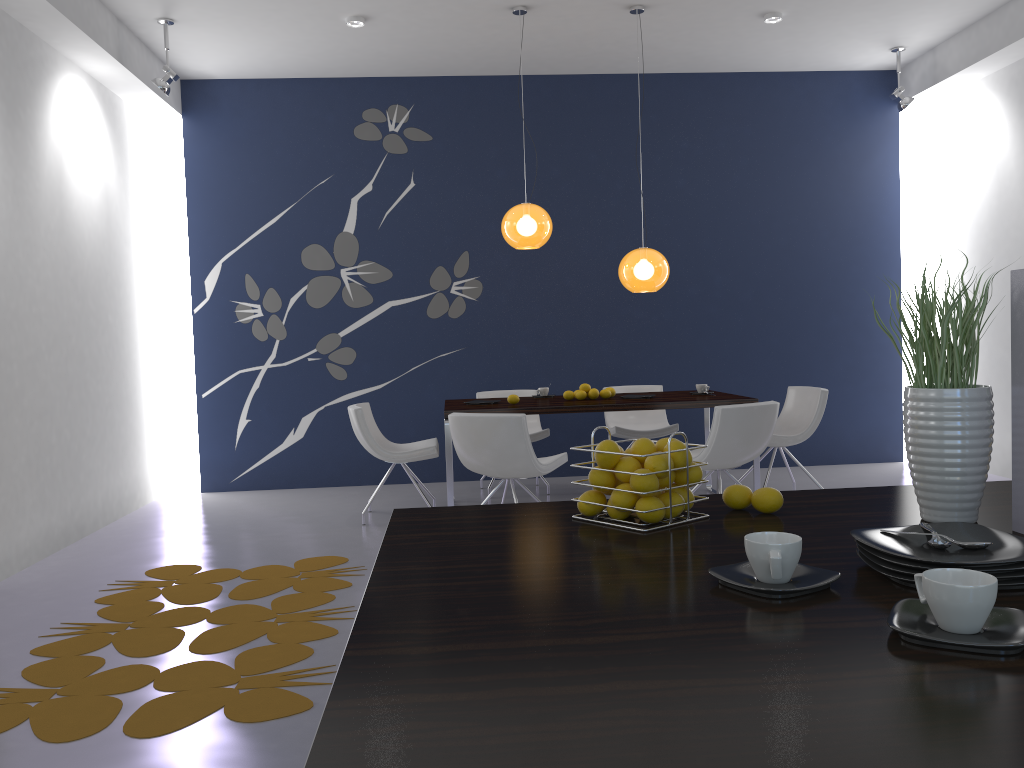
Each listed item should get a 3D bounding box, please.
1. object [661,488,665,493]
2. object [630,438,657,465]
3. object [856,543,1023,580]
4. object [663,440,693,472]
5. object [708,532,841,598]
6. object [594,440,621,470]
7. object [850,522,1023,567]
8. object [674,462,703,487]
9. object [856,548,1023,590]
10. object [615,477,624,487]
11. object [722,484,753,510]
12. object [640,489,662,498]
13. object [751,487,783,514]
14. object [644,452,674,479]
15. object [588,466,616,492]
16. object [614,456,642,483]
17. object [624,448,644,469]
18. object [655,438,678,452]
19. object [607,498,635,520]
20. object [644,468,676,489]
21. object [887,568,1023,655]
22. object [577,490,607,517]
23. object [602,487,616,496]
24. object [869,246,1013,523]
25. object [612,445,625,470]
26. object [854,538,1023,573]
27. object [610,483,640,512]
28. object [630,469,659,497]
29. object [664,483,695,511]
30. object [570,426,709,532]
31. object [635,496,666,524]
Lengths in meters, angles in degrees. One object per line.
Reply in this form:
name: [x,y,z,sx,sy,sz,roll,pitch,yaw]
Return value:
object: [0.283,0.228,1.787,0.064,0.063,0.074,-1,3,17]
object: [0.257,0.132,1.737,0.051,0.053,0.063,-2,3,-2]
object: [0.632,0.254,1.280,0.232,0.020,0.232,-2,3,5]
object: [0.319,0.138,1.708,0.052,0.060,0.057,-3,3,-16]
object: [0.368,0.250,1.251,0.153,0.069,0.153,-4,3,-30]
object: [0.185,0.137,1.714,0.050,0.060,0.059,-2,3,-4]
object: [0.805,0.168,1.209,0.646,0.147,0.269,-1,3,21]
object: [0.341,0.176,1.730,0.053,0.051,0.063,-4,3,-35]
object: [0.633,0.264,1.281,0.232,0.020,0.232,-2,3,5]
object: [0.228,0.193,1.770,0.051,0.053,0.062,-2,3,4]
object: [0.456,0.228,1.789,0.063,0.051,0.053,-2,3,0]
object: [0.267,0.225,1.747,0.057,0.060,0.052,-2,3,2]
object: [0.501,0.229,1.743,0.053,0.051,0.063,-4,3,-35]
object: [0.278,0.154,1.674,0.053,0.051,0.063,0,4,42]
object: [0.176,0.185,1.733,0.053,0.054,0.061,1,4,42]
object: [0.224,0.166,1.712,0.055,0.051,0.061,-2,3,-9]
object: [0.254,0.155,1.805,0.061,0.052,0.053,-1,3,9]
object: [0.312,0.132,1.760,0.063,0.051,0.053,1,4,44]
object: [0.212,0.237,1.726,0.050,0.055,0.061,0,4,42]
object: [0.284,0.177,1.717,0.064,0.053,0.051,-2,3,-1]
object: [0.517,0.256,1.022,0.153,0.069,0.153,0,3,30]
object: [0.159,0.235,1.753,0.053,0.052,0.062,0,3,35]
object: [0.202,0.197,1.787,0.061,0.055,0.051,-3,3,-25]
object: [0.778,-0.002,1.637,0.247,0.502,0.269,0,4,39]
object: [0.201,0.147,1.779,0.051,0.053,0.063,-1,3,9]
object: [0.632,0.244,1.280,0.232,0.020,0.232,-2,3,0]
object: [0.215,0.215,1.683,0.052,0.053,0.062,0,3,33]
object: [0.246,0.184,1.650,0.053,0.055,0.060,0,4,39]
object: [0.329,0.223,1.747,0.060,0.057,0.052,-2,3,-2]
object: [0.248,0.175,1.738,0.189,0.174,0.207,-4,4,-39]
object: [0.258,0.235,1.655,0.053,0.053,0.061,0,4,41]
